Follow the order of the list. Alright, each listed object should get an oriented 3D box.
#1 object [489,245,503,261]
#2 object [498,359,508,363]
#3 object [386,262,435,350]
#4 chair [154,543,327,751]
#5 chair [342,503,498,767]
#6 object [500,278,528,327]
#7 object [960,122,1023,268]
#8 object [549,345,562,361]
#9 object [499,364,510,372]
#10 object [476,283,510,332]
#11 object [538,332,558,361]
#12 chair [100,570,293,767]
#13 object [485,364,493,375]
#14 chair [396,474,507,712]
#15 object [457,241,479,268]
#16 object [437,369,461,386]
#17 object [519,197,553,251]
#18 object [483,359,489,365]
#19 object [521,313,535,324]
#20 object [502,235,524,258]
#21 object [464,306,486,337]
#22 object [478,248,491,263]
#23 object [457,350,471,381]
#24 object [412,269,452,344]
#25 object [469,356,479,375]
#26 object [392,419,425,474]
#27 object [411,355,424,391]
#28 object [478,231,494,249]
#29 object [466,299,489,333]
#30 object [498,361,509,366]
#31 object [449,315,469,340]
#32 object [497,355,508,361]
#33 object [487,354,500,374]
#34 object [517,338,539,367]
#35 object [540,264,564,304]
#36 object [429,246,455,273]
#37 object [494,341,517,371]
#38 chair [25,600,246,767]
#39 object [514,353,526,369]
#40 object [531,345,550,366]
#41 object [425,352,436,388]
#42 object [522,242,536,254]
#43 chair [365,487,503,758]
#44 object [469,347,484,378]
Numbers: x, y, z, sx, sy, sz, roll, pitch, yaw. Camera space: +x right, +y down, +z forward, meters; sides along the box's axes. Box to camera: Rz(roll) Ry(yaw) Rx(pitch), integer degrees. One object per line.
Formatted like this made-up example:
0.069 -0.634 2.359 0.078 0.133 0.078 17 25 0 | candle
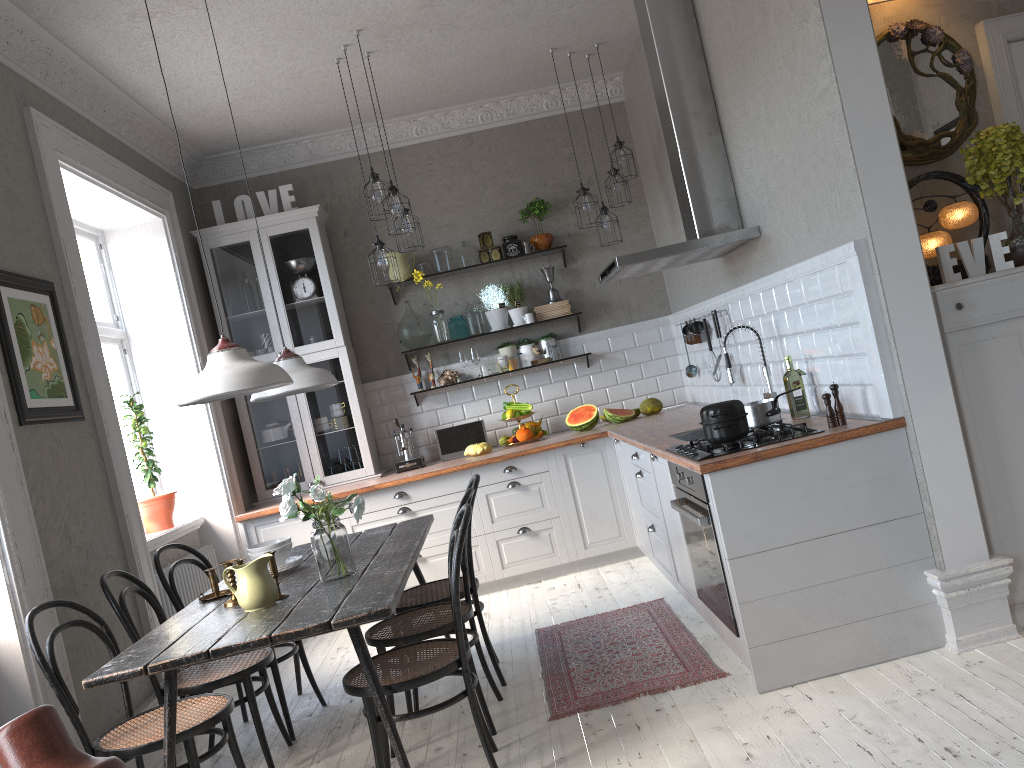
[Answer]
-0.111 -0.930 6.365 0.082 0.113 0.083 -13 0 7 | object
-0.058 -0.147 6.304 0.076 0.051 0.078 -13 0 16 | object
-0.750 -0.580 6.282 0.341 0.674 0.331 -13 1 -34 | object
-1.224 1.125 4.001 0.545 0.921 0.441 -13 1 10 | chair
-0.304 0.919 3.004 0.551 0.921 0.436 -13 1 -5 | chair
0.023 -0.602 6.380 0.188 0.380 0.166 -13 1 -42 | object
1.941 -0.732 3.423 0.292 0.553 0.347 -12 1 32 | object
0.309 -0.224 6.356 0.078 0.108 0.077 -13 0 -9 | object
-0.050 -0.113 6.304 0.078 0.051 0.076 -13 0 -10 | object
-0.105 -0.560 6.424 0.242 0.354 0.237 -13 1 15 | object
0.278 -0.268 6.469 0.159 0.213 0.152 -13 0 -5 | object
-1.230 1.127 3.514 0.551 0.921 0.436 -13 1 -5 | chair
-0.153 -0.107 6.416 0.077 0.083 0.078 -13 0 15 | object
-0.314 0.919 4.021 0.551 0.921 0.436 -13 1 -5 | chair
-0.328 -0.935 6.456 0.143 0.220 0.137 -13 1 -43 | object
-0.461 -0.049 6.341 0.179 0.111 0.095 -13 0 -25 | object
0.205 -1.147 6.390 0.257 0.397 0.244 -13 1 22 | object
-0.160 -0.139 6.415 0.077 0.083 0.078 -13 0 15 | object
0.124 -0.467 6.323 0.104 0.071 0.063 -13 0 27 | object
0.001 -0.987 6.422 0.142 0.174 0.142 -13 0 -3 | object
-0.268 -0.446 6.323 0.123 0.206 0.126 -13 1 20 | object
-0.197 -0.911 6.363 0.083 0.113 0.082 -13 0 -3 | object
-0.341 -0.132 6.389 0.083 0.217 0.081 -13 1 -17 | object
-0.563 -0.552 6.250 0.193 0.540 0.278 -13 1 -10 | object
-0.256 -0.151 6.391 0.083 0.217 0.081 -13 1 -17 | object
-0.741 0.413 6.104 0.206 0.370 0.352 -13 0 -2 | object
-0.682 -0.076 6.367 0.054 0.264 0.060 -13 1 -31 | object
-0.188 -1.027 6.352 0.084 0.113 0.081 -13 1 -23 | object
-0.256 -0.478 6.474 0.131 0.264 0.131 -13 1 3 | object
-0.054 -0.130 6.304 0.078 0.051 0.076 -13 0 -10 | object
-0.387 -0.402 6.405 0.126 0.172 0.126 -13 0 1 | object
-0.063 -0.172 6.303 0.078 0.051 0.076 -13 0 -17 | object
-0.127 -0.140 6.342 0.080 0.139 0.077 -13 1 -30 | object
0.116 -0.232 6.450 0.170 0.214 0.150 -13 1 27 | object
0.284 -0.725 6.422 0.132 0.288 0.129 -13 1 -18 | object
-0.497 -0.879 6.350 0.168 0.184 0.175 -12 0 37 | object
-0.036 -0.202 6.431 0.159 0.217 0.153 -13 1 -23 | object
-1.214 1.125 2.960 0.547 0.921 0.439 -13 1 5 | chair
0.055 -0.166 6.366 0.078 0.108 0.077 -13 0 -9 | object
0.199 -0.216 6.367 0.121 0.147 0.099 -13 1 -35 | object
-0.579 -0.099 6.358 0.052 0.264 0.062 -12 1 34 | object
0.121 -0.974 6.332 0.093 0.096 0.074 -13 0 -2 | object
-0.321 0.922 3.537 0.547 0.921 0.439 -13 1 5 | chair
-0.252 -0.152 6.301 0.083 0.217 0.081 -13 1 -17 | object
